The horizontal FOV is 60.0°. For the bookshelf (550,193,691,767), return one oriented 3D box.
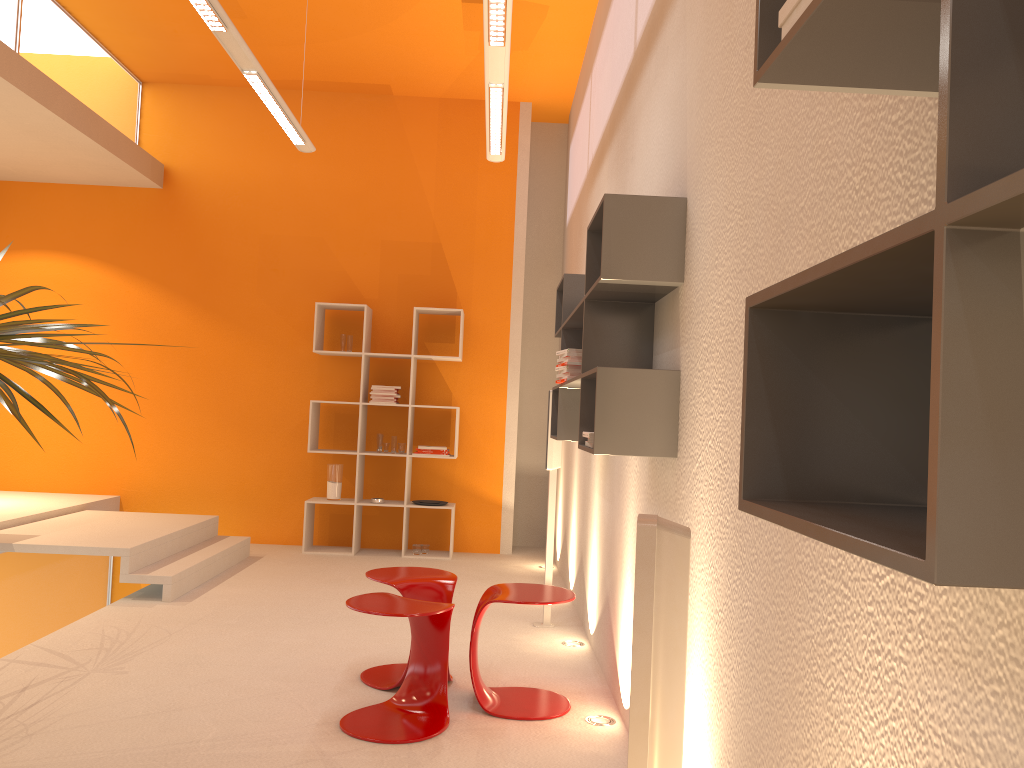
[{"bbox_3d":[0.327,0.510,2.965,0.322,2.145,3.370,3,-2,1],"label":"bookshelf"}]

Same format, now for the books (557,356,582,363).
[{"bbox_3d":[0.323,-0.105,3.968,0.190,0.015,0.254,3,-2,-10],"label":"books"}]

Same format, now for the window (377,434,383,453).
[{"bbox_3d":[-2.653,2.580,5.619,0.993,4.599,4.234,1,-2,31],"label":"window"}]

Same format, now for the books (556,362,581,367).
[{"bbox_3d":[0.324,-0.080,3.953,0.210,0.013,0.297,3,-2,-6],"label":"books"}]

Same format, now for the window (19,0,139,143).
[{"bbox_3d":[-3.151,-2.247,6.563,0.006,0.660,1.860,3,-2,-1],"label":"window"}]

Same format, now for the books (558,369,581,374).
[{"bbox_3d":[0.319,-0.049,3.958,0.190,0.015,0.254,3,-2,-5],"label":"books"}]

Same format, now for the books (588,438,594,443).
[{"bbox_3d":[0.345,0.188,2.919,0.190,0.015,0.254,2,-2,5],"label":"books"}]

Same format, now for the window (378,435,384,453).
[{"bbox_3d":[-2.549,0.931,4.154,0.908,1.393,6.719,2,-2,18],"label":"window"}]

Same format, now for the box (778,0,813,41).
[{"bbox_3d":[0.430,-0.412,0.924,0.232,0.047,0.232,3,-2,-1],"label":"box"}]

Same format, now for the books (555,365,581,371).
[{"bbox_3d":[0.333,-0.065,3.956,0.230,0.017,0.227,3,-2,-11],"label":"books"}]

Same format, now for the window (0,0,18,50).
[{"bbox_3d":[-3.109,-2.315,4.660,0.006,0.660,1.869,3,-2,-1],"label":"window"}]

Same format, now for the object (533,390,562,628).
[{"bbox_3d":[0.207,0.693,4.987,0.116,1.317,0.111,3,-2,-5],"label":"object"}]

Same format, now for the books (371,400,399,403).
[{"bbox_3d":[-1.036,0.143,7.230,0.190,0.011,0.268,3,-2,0],"label":"books"}]

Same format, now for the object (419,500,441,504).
[{"bbox_3d":[-0.668,0.966,7.208,0.178,0.020,0.178,2,-2,16],"label":"object"}]

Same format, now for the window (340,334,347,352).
[{"bbox_3d":[-2.559,2.083,2.875,0.481,5.399,8.922,2,-2,11],"label":"window"}]

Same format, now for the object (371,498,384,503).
[{"bbox_3d":[-1.082,0.940,7.141,0.105,0.035,0.106,1,-3,42],"label":"object"}]

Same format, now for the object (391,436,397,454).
[{"bbox_3d":[-2.484,2.533,3.680,0.870,4.604,7.392,1,-2,29],"label":"object"}]

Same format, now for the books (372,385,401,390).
[{"bbox_3d":[-1.022,0.028,7.233,0.230,0.017,0.227,3,-2,-6],"label":"books"}]

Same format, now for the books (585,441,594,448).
[{"bbox_3d":[0.348,0.204,2.926,0.190,0.015,0.254,3,-2,0],"label":"books"}]

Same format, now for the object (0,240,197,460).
[{"bbox_3d":[-2.472,0.285,2.378,3.098,2.600,3.241,2,-2,7],"label":"object"}]

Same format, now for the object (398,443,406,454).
[{"bbox_3d":[-0.086,2.132,3.427,0.190,3.502,7.694,3,-2,-12],"label":"object"}]

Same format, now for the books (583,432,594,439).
[{"bbox_3d":[0.359,0.172,2.915,0.230,0.017,0.227,3,-2,-1],"label":"books"}]

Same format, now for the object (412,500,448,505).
[{"bbox_3d":[-0.665,0.968,7.205,0.294,0.020,0.294,1,-3,38],"label":"object"}]

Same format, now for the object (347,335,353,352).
[{"bbox_3d":[-2.368,2.135,3.857,0.351,5.384,6.779,2,-2,19],"label":"object"}]

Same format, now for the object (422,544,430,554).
[{"bbox_3d":[0.028,2.445,0.639,0.102,2.685,13.193,3,-2,-7],"label":"object"}]

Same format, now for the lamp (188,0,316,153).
[{"bbox_3d":[-1.276,-2.075,4.182,0.120,1.052,3.195,3,-2,-1],"label":"lamp"}]

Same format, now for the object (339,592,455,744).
[{"bbox_3d":[-0.420,1.037,3.306,0.391,0.450,0.420,1,-2,29],"label":"object"}]

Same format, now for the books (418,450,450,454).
[{"bbox_3d":[-0.635,0.546,7.177,0.254,0.015,0.190,3,-2,-5],"label":"books"}]

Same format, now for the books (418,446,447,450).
[{"bbox_3d":[-0.644,0.515,7.168,0.227,0.017,0.230,3,-2,-6],"label":"books"}]

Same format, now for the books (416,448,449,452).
[{"bbox_3d":[-0.642,0.531,7.180,0.254,0.015,0.190,3,-2,0],"label":"books"}]

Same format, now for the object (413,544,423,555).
[{"bbox_3d":[-0.020,2.487,1.950,0.129,2.692,10.507,3,-2,-8],"label":"object"}]

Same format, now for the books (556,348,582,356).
[{"bbox_3d":[0.336,-0.136,3.959,0.230,0.017,0.227,3,-2,-11],"label":"books"}]

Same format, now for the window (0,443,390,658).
[{"bbox_3d":[-2.227,2.664,6.409,2.294,4.526,1.860,3,-2,-1],"label":"window"}]

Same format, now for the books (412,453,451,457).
[{"bbox_3d":[-0.650,0.571,7.175,0.296,0.013,0.210,3,-2,-1],"label":"books"}]

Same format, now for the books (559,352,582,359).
[{"bbox_3d":[0.322,-0.120,3.960,0.190,0.015,0.254,3,-2,-5],"label":"books"}]

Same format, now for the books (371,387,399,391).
[{"bbox_3d":[-1.036,0.044,7.236,0.190,0.015,0.254,3,-2,0],"label":"books"}]

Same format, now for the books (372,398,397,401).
[{"bbox_3d":[-1.037,0.130,7.241,0.190,0.015,0.254,3,-2,-5],"label":"books"}]

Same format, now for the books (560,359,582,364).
[{"bbox_3d":[0.325,-0.092,3.958,0.190,0.011,0.268,3,-2,-5],"label":"books"}]

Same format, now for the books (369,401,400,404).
[{"bbox_3d":[-1.037,0.155,7.226,0.210,0.013,0.296,3,-2,-1],"label":"books"}]

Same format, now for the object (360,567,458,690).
[{"bbox_3d":[-0.443,1.056,3.856,0.391,0.450,0.420,4,-2,-31],"label":"object"}]

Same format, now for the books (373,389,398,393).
[{"bbox_3d":[-1.034,0.059,7.243,0.190,0.015,0.254,3,-2,-5],"label":"books"}]

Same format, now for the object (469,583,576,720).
[{"bbox_3d":[0.038,1.068,3.592,0.420,0.450,0.391,3,-2,-1],"label":"object"}]

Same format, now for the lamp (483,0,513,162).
[{"bbox_3d":[-0.049,-2.019,4.207,0.120,1.052,3.195,3,-2,-1],"label":"lamp"}]

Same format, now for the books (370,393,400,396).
[{"bbox_3d":[-1.034,0.084,7.229,0.210,0.013,0.296,3,-2,-1],"label":"books"}]

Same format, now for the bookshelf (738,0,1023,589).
[{"bbox_3d":[0.445,-0.268,0.113,0.252,0.790,2.000,3,-2,-1],"label":"bookshelf"}]

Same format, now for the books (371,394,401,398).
[{"bbox_3d":[-1.025,0.099,7.231,0.230,0.017,0.227,3,-2,-6],"label":"books"}]

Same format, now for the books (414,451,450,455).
[{"bbox_3d":[-0.645,0.559,7.175,0.268,0.011,0.190,3,-2,0],"label":"books"}]

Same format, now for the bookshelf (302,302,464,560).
[{"bbox_3d":[-0.240,1.681,6.305,1.107,4.600,3.516,5,-3,-44],"label":"bookshelf"}]

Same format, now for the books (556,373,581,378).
[{"bbox_3d":[0.320,-0.034,3.965,0.190,0.015,0.254,3,-2,-10],"label":"books"}]

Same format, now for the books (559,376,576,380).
[{"bbox_3d":[0.322,-0.021,3.955,0.190,0.011,0.268,3,-2,-5],"label":"books"}]

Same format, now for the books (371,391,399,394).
[{"bbox_3d":[-1.033,0.072,7.233,0.190,0.011,0.268,3,-2,0],"label":"books"}]

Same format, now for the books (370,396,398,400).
[{"bbox_3d":[-1.039,0.115,7.233,0.190,0.015,0.254,3,-2,0],"label":"books"}]

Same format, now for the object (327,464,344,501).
[{"bbox_3d":[-1.442,0.798,7.205,0.129,0.291,0.129,2,-2,27],"label":"object"}]

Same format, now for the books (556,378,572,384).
[{"bbox_3d":[0.321,-0.009,3.951,0.210,0.013,0.297,3,-2,-6],"label":"books"}]
